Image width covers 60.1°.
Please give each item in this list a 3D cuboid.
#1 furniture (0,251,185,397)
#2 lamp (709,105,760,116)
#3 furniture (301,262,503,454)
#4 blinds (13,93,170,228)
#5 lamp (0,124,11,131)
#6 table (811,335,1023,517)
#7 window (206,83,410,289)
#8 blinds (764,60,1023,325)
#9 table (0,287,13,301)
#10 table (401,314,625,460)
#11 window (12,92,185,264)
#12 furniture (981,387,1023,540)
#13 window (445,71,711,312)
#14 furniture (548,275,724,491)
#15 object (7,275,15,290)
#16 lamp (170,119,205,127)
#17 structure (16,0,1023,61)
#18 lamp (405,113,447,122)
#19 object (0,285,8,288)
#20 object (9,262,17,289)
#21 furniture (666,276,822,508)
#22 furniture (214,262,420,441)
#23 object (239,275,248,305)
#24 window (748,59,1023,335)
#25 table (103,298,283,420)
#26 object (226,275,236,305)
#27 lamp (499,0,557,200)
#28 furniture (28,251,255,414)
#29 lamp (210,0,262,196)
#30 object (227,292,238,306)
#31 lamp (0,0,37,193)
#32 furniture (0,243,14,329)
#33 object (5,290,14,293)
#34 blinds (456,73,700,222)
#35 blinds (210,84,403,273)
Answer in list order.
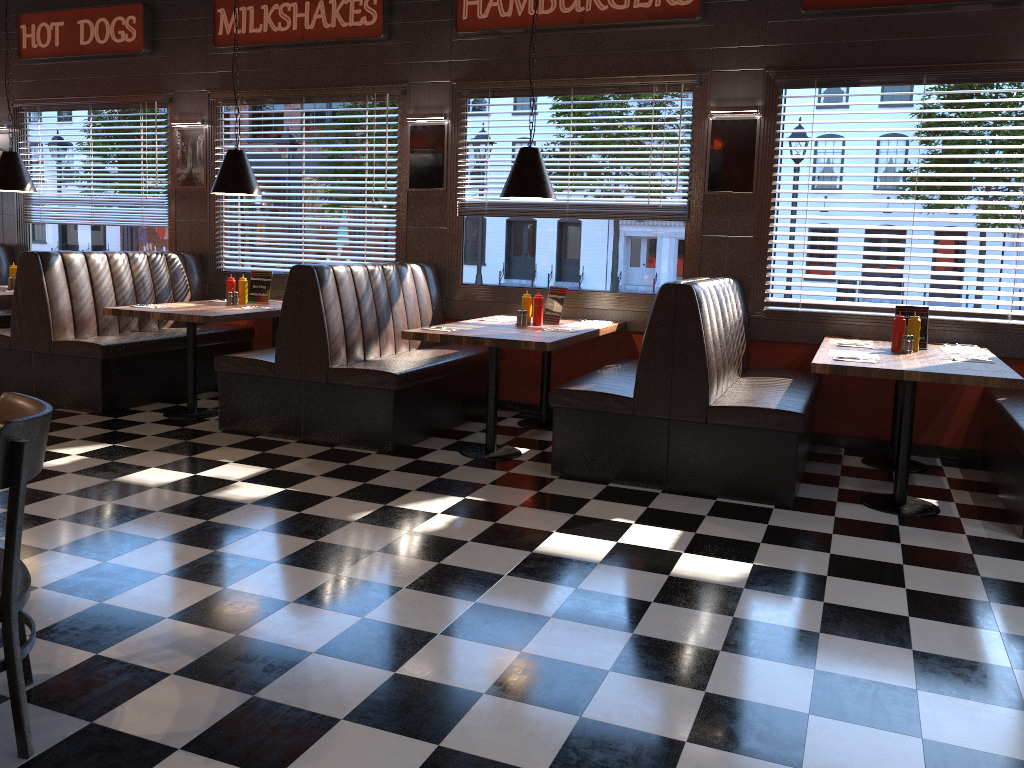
[{"bbox_3d":[-3.577,-0.557,7.475,0.707,1.148,1.717,5,9,21],"label":"furniture"},{"bbox_3d":[1.543,-1.892,6.142,0.335,0.056,0.081,6,9,21],"label":"lamp"},{"bbox_3d":[-0.707,-0.277,6.340,0.707,1.148,1.717,5,9,21],"label":"furniture"},{"bbox_3d":[-3.988,-2.100,8.387,1.871,1.199,0.101,5,7,22],"label":"blinds"},{"bbox_3d":[-5.108,-2.540,8.771,0.335,0.056,0.081,6,9,21],"label":"lamp"},{"bbox_3d":[2.274,0.203,5.173,0.958,0.770,1.699,5,9,21],"label":"table"},{"bbox_3d":[-1.766,-1.663,7.614,2.029,1.705,0.128,5,7,22],"label":"window"},{"bbox_3d":[2.639,-1.241,5.788,1.871,1.626,0.100,5,7,22],"label":"blinds"},{"bbox_3d":[-4.356,-0.443,7.794,0.958,0.770,1.699,5,9,21],"label":"table"},{"bbox_3d":[0.072,-0.011,6.044,0.958,0.770,1.699,5,9,21],"label":"table"},{"bbox_3d":[-3.982,-1.879,8.489,2.029,1.705,0.128,5,7,22],"label":"window"},{"bbox_3d":[3.078,0.092,4.844,0.707,1.148,1.717,5,9,21],"label":"furniture"},{"bbox_3d":[0.449,-1.447,6.738,2.029,1.705,0.128,5,7,22],"label":"window"},{"bbox_3d":[0.854,-0.125,5.723,0.707,1.148,1.717,5,9,21],"label":"furniture"},{"bbox_3d":[-4.347,-0.888,7.721,0.093,0.135,0.047,1,7,-8],"label":"object"},{"bbox_3d":[-2.888,-2.324,7.893,0.335,0.056,0.081,6,9,21],"label":"lamp"},{"bbox_3d":[-1.839,-3.048,7.373,11.275,0.436,0.120,6,8,21],"label":"structure"},{"bbox_3d":[-0.679,-2.109,7.020,0.335,0.056,0.081,6,9,21],"label":"lamp"},{"bbox_3d":[-4.542,-0.885,8.024,0.255,0.019,0.158,5,10,21],"label":"object"},{"bbox_3d":[-4.388,-0.955,7.804,0.068,0.236,0.068,3,7,5],"label":"object"},{"bbox_3d":[1.509,-0.061,5.465,0.707,1.148,1.717,5,9,21],"label":"furniture"},{"bbox_3d":[-1.361,-0.341,6.599,0.707,1.148,1.717,5,9,21],"label":"furniture"},{"bbox_3d":[-2.120,-0.746,6.983,0.068,0.236,0.068,-5,10,-45],"label":"object"},{"bbox_3d":[2.665,-1.231,5.862,2.029,1.705,0.128,5,7,22],"label":"window"},{"bbox_3d":[-2.155,-0.228,6.924,0.958,0.770,1.699,5,9,21],"label":"table"},{"bbox_3d":[-2.199,-0.741,6.934,0.068,0.236,0.068,-5,10,-45],"label":"object"},{"bbox_3d":[0.141,-2.246,5.794,0.382,2.034,0.384,0,7,-20],"label":"lamp"},{"bbox_3d":[-2.922,-0.493,7.216,0.707,1.148,1.717,5,9,21],"label":"furniture"},{"bbox_3d":[-2.077,-2.462,6.671,0.382,2.034,0.384,2,7,3],"label":"lamp"},{"bbox_3d":[-2.163,-0.675,6.857,0.094,0.135,0.047,-5,10,-43],"label":"object"},{"bbox_3d":[-4.288,-2.677,7.545,0.382,2.034,0.384,2,7,3],"label":"lamp"},{"bbox_3d":[-5.138,-0.709,8.092,0.707,1.148,1.717,5,9,21],"label":"furniture"},{"bbox_3d":[-4.142,-0.779,7.447,0.255,0.019,0.158,5,9,17],"label":"object"},{"bbox_3d":[0.432,-1.751,6.631,1.871,1.034,0.100,5,7,22],"label":"blinds"},{"bbox_3d":[-1.780,-1.713,7.531,1.871,1.545,0.101,5,7,22],"label":"blinds"}]
